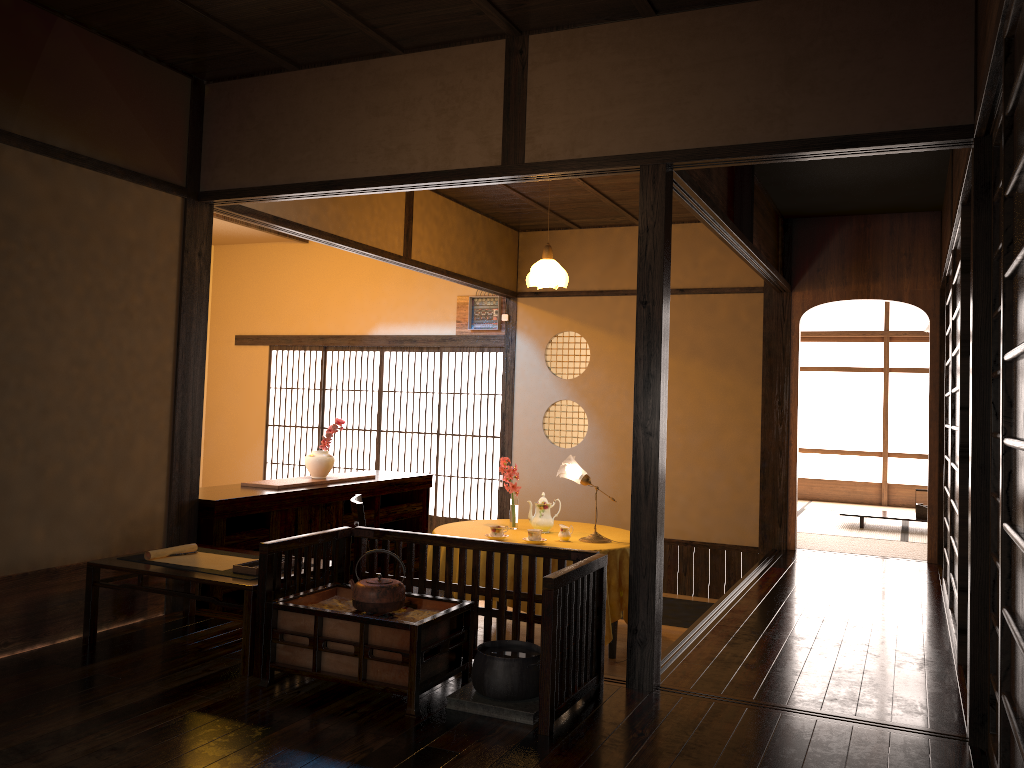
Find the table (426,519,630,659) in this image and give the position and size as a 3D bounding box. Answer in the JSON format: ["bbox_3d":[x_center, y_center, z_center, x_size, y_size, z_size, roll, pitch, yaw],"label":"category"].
[{"bbox_3d":[0.150,1.278,5.522,1.444,0.696,1.441,1,-2,25],"label":"table"}]

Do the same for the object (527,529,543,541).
[{"bbox_3d":[0.131,0.877,5.122,0.090,0.076,0.099,2,-2,9],"label":"object"}]

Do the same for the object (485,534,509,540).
[{"bbox_3d":[-0.090,0.904,5.225,0.144,0.024,0.144,2,-1,-16],"label":"object"}]

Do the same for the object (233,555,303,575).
[{"bbox_3d":[-1.012,0.752,3.691,0.121,0.028,0.295,1,-1,25],"label":"object"}]

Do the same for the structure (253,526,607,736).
[{"bbox_3d":[-0.295,0.873,3.364,1.197,0.500,0.597,1,-2,24],"label":"structure"}]

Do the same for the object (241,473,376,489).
[{"bbox_3d":[-1.232,0.596,5.491,0.267,0.020,0.996,1,-1,24],"label":"object"}]

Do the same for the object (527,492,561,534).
[{"bbox_3d":[0.201,0.807,5.584,0.163,0.253,0.153,0,-3,37],"label":"object"}]

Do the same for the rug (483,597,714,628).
[{"bbox_3d":[0.348,1.663,6.950,2.955,0.005,0.900,1,-1,24],"label":"rug"}]

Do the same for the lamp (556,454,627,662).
[{"bbox_3d":[0.498,1.031,5.291,0.512,1.205,0.197,1,-3,25],"label":"lamp"}]

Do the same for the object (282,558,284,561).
[{"bbox_3d":[-0.982,0.753,3.772,0.040,0.021,0.040,2,-2,-13],"label":"object"}]

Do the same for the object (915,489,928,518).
[{"bbox_3d":[3.957,1.130,8.379,0.260,0.259,0.150,1,-3,24],"label":"object"}]

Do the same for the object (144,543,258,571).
[{"bbox_3d":[-1.315,0.739,3.811,0.430,0.038,0.275,1,-1,24],"label":"object"}]

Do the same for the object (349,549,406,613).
[{"bbox_3d":[-0.494,0.726,3.305,0.198,0.216,0.198,3,-2,-27],"label":"object"}]

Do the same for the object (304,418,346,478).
[{"bbox_3d":[-1.167,0.401,5.618,0.189,0.378,0.320,0,-3,33],"label":"object"}]

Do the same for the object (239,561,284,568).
[{"bbox_3d":[-1.041,0.749,3.659,0.082,0.019,0.200,1,-1,25],"label":"object"}]

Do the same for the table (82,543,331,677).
[{"bbox_3d":[-1.260,0.931,3.788,0.880,0.337,0.599,1,-2,24],"label":"table"}]

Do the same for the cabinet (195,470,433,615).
[{"bbox_3d":[-1.253,1.090,5.433,0.489,0.972,2.183,1,-2,24],"label":"cabinet"}]

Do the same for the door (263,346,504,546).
[{"bbox_3d":[-1.285,0.639,8.482,2.648,2.003,0.066,1,-3,24],"label":"door"}]

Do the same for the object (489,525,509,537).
[{"bbox_3d":[-0.086,0.872,5.223,0.090,0.076,0.099,4,-2,-41],"label":"object"}]

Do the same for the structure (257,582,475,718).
[{"bbox_3d":[-0.526,0.964,3.303,0.666,0.300,0.452,1,-2,24],"label":"structure"}]

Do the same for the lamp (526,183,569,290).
[{"bbox_3d":[0.235,-1.015,5.657,0.276,0.811,0.249,5,-4,-44],"label":"lamp"}]

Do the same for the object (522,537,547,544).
[{"bbox_3d":[0.131,0.909,5.125,0.144,0.024,0.144,2,-1,-16],"label":"object"}]

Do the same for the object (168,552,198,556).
[{"bbox_3d":[-1.449,0.750,3.908,0.012,0.010,0.141,0,-2,40],"label":"object"}]

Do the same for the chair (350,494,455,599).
[{"bbox_3d":[-0.603,1.106,4.807,0.577,0.961,0.490,2,-3,-11],"label":"chair"}]

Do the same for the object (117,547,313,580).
[{"bbox_3d":[-1.263,0.761,3.801,0.761,0.003,0.404,1,-1,27],"label":"object"}]

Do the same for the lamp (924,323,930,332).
[{"bbox_3d":[4.052,-0.894,8.480,0.196,0.799,0.225,0,-3,32],"label":"lamp"}]

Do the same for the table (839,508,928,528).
[{"bbox_3d":[3.778,1.314,8.446,1.200,0.118,0.599,1,-1,24],"label":"table"}]

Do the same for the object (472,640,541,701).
[{"bbox_3d":[-0.009,1.015,3.148,0.266,0.147,0.266,2,-2,-9],"label":"object"}]

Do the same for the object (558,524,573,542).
[{"bbox_3d":[0.316,0.882,5.261,0.083,0.098,0.078,2,-2,-6],"label":"object"}]

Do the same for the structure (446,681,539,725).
[{"bbox_3d":[-0.011,1.108,3.140,0.330,0.040,0.330,1,-1,24],"label":"structure"}]
